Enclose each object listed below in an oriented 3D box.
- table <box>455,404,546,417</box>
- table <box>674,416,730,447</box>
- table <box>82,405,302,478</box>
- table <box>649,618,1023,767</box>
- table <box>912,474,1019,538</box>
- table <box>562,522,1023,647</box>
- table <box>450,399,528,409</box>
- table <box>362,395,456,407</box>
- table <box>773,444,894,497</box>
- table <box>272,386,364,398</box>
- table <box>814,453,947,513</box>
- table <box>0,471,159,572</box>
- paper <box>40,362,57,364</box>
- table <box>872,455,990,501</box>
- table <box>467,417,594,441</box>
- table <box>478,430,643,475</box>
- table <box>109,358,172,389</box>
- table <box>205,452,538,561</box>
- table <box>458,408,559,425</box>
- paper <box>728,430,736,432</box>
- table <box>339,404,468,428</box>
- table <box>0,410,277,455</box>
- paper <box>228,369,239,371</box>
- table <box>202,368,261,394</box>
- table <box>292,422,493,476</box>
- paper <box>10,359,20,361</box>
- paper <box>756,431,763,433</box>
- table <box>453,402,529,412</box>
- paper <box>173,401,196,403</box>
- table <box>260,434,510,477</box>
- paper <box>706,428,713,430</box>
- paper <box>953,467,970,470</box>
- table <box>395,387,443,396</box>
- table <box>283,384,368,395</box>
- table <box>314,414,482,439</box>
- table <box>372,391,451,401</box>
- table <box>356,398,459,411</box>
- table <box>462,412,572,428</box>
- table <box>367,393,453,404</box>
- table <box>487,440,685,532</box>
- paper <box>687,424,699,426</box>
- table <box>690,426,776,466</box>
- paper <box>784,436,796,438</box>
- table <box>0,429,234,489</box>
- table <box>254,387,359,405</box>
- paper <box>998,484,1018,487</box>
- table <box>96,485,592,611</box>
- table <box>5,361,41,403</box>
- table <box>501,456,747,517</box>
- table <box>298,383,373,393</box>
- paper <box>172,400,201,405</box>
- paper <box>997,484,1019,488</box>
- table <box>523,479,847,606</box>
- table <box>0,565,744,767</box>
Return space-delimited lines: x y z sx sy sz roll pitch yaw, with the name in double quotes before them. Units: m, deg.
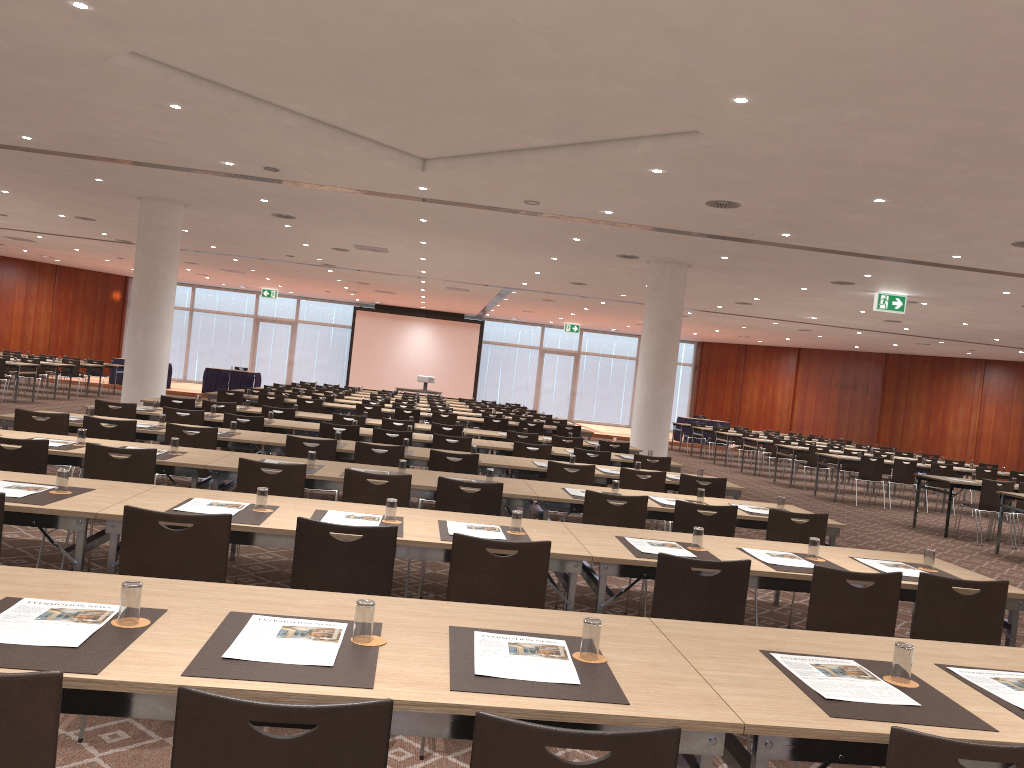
"table" -0.334 1.058 22.209 2.267 0.833 0.953 6 1 -6
"table" 6.483 1.622 30.167 1.712 0.832 1.041 6 1 -6
"table" -3.677 0.766 10.307 2.267 0.833 0.953 6 1 -6
"table" 1.613 1.375 2.813 2.267 0.833 0.953 6 1 -6
"table" 7.379 1.934 13.458 2.267 0.833 0.953 6 1 -6
"table" 1.414 1.343 4.803 2.267 0.833 0.953 6 1 -6
"table" -0.733 0.993 26.188 2.267 0.833 0.953 6 1 -6
"table" -2.579 0.819 21.977 2.267 0.833 0.953 6 1 -6
"table" 6.830 1.845 18.928 2.267 0.833 0.953 6 1 -6
"table" -4.825 0.579 21.745 2.267 0.833 0.953 6 1 -6
"table" 7.030 1.877 16.939 2.267 0.833 0.953 6 1 -6
"table" -3.078 0.864 4.339 2.267 0.833 0.953 6 1 -6
"paper" -11.048 -0.503 20.936 0.460 0.003 0.565 6 0 -7
"table" 9.076 2.084 19.160 2.267 0.833 0.953 6 1 -6
"table" 0.265 1.156 16.241 2.267 0.833 0.953 6 1 -6
"table" 0.615 1.213 12.760 2.267 0.833 0.953 6 1 -6
"table" -11.833 -0.331 28.277 1.712 0.832 1.041 6 1 -6
"table" -1.032 1.071 6.560 2.267 0.833 0.953 6 1 -6
"table" -0.134 1.091 20.220 2.267 0.833 0.953 6 1 -6
"paper" 6.222 1.323 24.796 0.283 0.006 0.398 6 0 -8
"table" -1.980 0.916 16.009 2.267 0.833 0.953 6 1 -6
"table" -3.477 0.799 8.318 2.267 0.833 0.953 6 1 -6
"paper" -8.908 -0.446 28.759 0.460 0.003 0.565 6 0 -6
"table" -9.020 -0.031 28.567 1.712 0.832 1.041 6 1 -6
"table" -1.431 1.006 10.539 2.267 0.833 0.953 6 1 -6
"paper" -11.672 -0.570 20.878 0.460 0.003 0.565 6 0 -6
"paper" 7.682 1.471 26.896 0.460 0.003 0.565 6 0 -7
"table" -0.533 1.026 24.198 2.267 0.833 0.953 6 1 -6
"paper" -4.506 0.243 12.163 0.283 0.006 0.398 6 0 -6
"table" -1.232 1.038 8.549 2.267 0.833 0.953 6 1 -6
"paper" 5.661 1.267 24.691 0.460 0.003 0.565 6 0 -8
"paper" 8.631 1.624 17.029 0.283 0.006 0.398 6 0 -6
"table" -3.103 0.600 29.195 1.540 0.832 0.953 6 1 -6
"table" -5.025 0.547 23.735 2.267 0.833 0.953 6 1 -6
"table" -1.631 0.973 12.528 2.267 0.833 0.953 6 1 -6
"table" -2.979 0.754 25.956 2.267 0.833 0.953 6 1 -6
"table" -2.380 0.851 19.988 2.267 0.833 0.953 6 1 -6
"table" 0.066 1.123 18.230 2.267 0.833 0.953 6 1 -6
"table" -2.779 0.786 23.966 2.267 0.833 0.953 6 1 -6
"table" 0.814 1.245 10.771 2.267 0.833 0.953 6 1 -6
"paper" 5.442 1.233 26.672 0.460 0.003 0.565 6 0 -4
"table" 6.231 1.747 24.896 2.267 0.833 0.953 6 1 -6
"paper" 7.913 1.507 24.889 0.460 0.003 0.565 6 0 -5
"table" -3.277 0.831 6.328 2.267 0.833 0.953 6 1 -6
"table" -4.625 0.612 19.756 2.267 0.833 0.953 6 1 -6
"paper" 7.389 1.511 13.374 0.283 0.006 0.398 6 0 -8
"table" -0.832 1.103 4.571 2.267 0.833 0.953 6 1 -6
"table" -11.548 -0.126 19.042 2.267 0.833 0.953 6 1 -6
"table" 1.014 1.278 8.781 2.267 0.833 0.953 6 1 -6
"table" -5.224 0.514 25.724 2.267 0.833 0.953 6 1 -6
"paper" -4.459 0.253 12.062 0.460 0.003 0.565 6 0 -4
"paper" 7.460 1.523 13.298 0.460 0.003 0.565 6 0 -5
"table" 1.214 1.310 6.792 2.267 0.833 0.953 6 1 -6
"table" -0.632 1.136 2.582 2.267 0.833 0.953 6 1 -6
